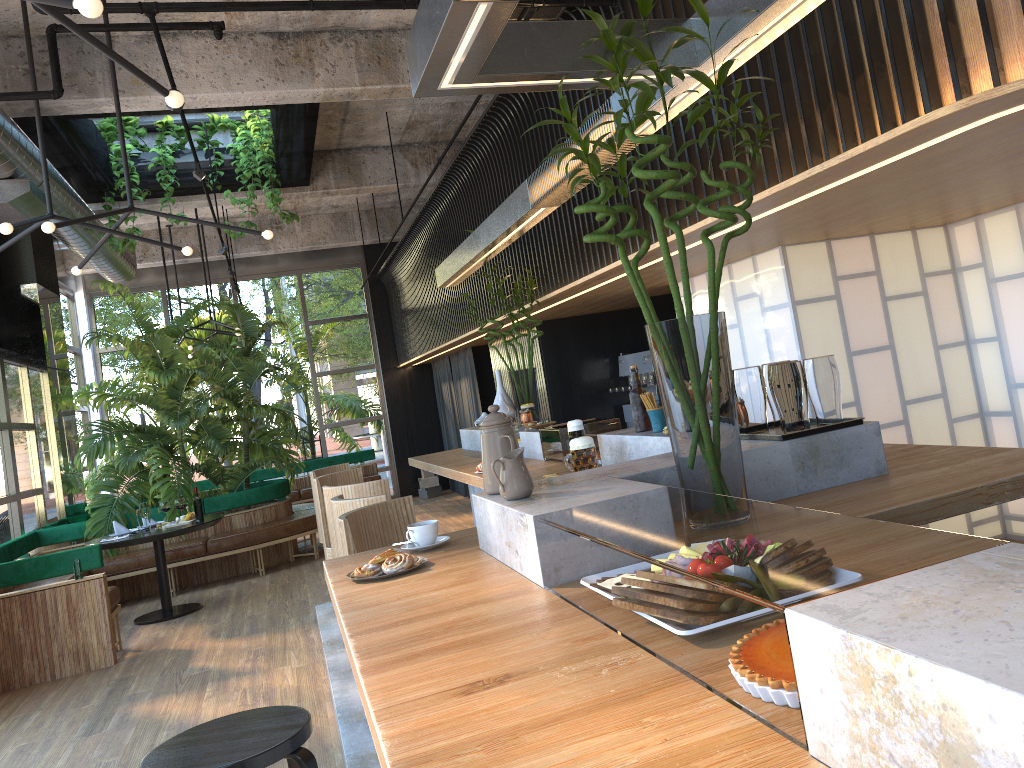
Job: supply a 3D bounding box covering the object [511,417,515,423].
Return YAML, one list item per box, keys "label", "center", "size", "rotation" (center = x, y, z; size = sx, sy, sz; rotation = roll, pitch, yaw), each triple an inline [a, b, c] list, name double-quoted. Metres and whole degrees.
- label: "object"
  center: [-0.074, 0.258, 5.982]
  size: [0.194, 0.073, 0.225]
  rotation: [-10, 0, 3]

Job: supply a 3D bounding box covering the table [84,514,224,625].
- label: "table"
  center: [-3.042, 1.633, 7.723]
  size: [1.041, 0.752, 1.157]
  rotation: [-11, -2, 42]

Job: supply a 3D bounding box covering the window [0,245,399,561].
- label: "window"
  center: [-1.852, -1.482, 4.006]
  size: [4.278, 6.509, 19.669]
  rotation: [-9, -1, -15]

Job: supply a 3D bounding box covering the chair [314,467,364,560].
- label: "chair"
  center: [-0.845, 1.003, 5.370]
  size: [0.576, 0.971, 0.517]
  rotation: [-7, -4, -42]

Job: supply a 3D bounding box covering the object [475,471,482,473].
- label: "object"
  center: [-0.112, 0.452, 4.663]
  size: [0.169, 0.005, 0.165]
  rotation: [-10, 0, -5]

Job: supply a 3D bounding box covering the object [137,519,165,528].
- label: "object"
  center: [-3.283, 1.227, 8.060]
  size: [0.244, 0.139, 0.221]
  rotation: [-9, -1, -33]

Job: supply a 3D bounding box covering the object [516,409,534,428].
- label: "object"
  center: [0.072, 0.217, 5.658]
  size: [0.086, 0.107, 0.160]
  rotation: [-11, -2, 30]

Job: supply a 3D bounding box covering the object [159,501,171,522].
- label: "object"
  center: [-3.132, 1.165, 8.035]
  size: [0.107, 0.201, 0.097]
  rotation: [-8, -3, -28]

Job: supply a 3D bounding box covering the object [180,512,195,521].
- label: "object"
  center: [-2.867, 1.170, 7.840]
  size: [0.160, 0.064, 0.100]
  rotation: [-10, -1, 43]

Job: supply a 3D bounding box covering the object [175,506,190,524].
- label: "object"
  center: [-2.876, 1.142, 7.748]
  size: [0.146, 0.124, 0.095]
  rotation: [-8, -2, -36]

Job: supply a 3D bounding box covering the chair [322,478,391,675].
- label: "chair"
  center: [-0.645, 0.969, 4.674]
  size: [0.543, 0.971, 0.551]
  rotation: [-10, -3, 6]

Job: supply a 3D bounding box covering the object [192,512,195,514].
- label: "object"
  center: [-2.885, 1.189, 8.037]
  size: [0.060, 0.072, 0.202]
  rotation: [-8, -1, -25]

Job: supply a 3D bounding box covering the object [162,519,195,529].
- label: "object"
  center: [-2.907, 1.219, 7.826]
  size: [0.243, 0.019, 0.347]
  rotation: [-10, 0, -6]

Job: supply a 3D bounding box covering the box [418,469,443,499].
- label: "box"
  center: [-1.254, 1.485, 13.415]
  size: [0.346, 0.443, 0.267]
  rotation: [-8, -3, -28]

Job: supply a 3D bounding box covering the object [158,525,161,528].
- label: "object"
  center: [-3.101, 1.252, 7.806]
  size: [0.034, 0.019, 0.037]
  rotation: [-9, -1, -4]

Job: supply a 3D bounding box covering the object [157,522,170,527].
- label: "object"
  center: [-3.090, 1.245, 7.905]
  size: [0.100, 0.028, 0.126]
  rotation: [-10, 0, -2]

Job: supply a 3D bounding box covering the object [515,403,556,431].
- label: "object"
  center: [0.098, 0.198, 5.408]
  size: [0.215, 0.135, 0.784]
  rotation: [-9, 0, -8]

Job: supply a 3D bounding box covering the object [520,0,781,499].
- label: "object"
  center: [0.398, -0.417, 2.252]
  size: [0.690, 1.553, 0.569]
  rotation: [-9, -3, -12]

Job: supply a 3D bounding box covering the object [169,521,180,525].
- label: "object"
  center: [-2.963, 1.212, 7.804]
  size: [0.104, 0.013, 0.215]
  rotation: [-10, 0, -11]

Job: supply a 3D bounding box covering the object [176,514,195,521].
- label: "object"
  center: [-2.917, 1.192, 7.925]
  size: [0.196, 0.038, 0.062]
  rotation: [-10, -1, 15]

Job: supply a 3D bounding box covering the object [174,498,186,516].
- label: "object"
  center: [-2.997, 1.142, 8.040]
  size: [0.107, 0.201, 0.097]
  rotation: [-8, -3, -28]

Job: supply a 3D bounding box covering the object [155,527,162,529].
- label: "object"
  center: [-3.072, 1.250, 7.711]
  size: [0.064, 0.013, 0.143]
  rotation: [-9, 0, -21]

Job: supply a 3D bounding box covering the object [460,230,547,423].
- label: "object"
  center: [0.002, -0.350, 6.308]
  size: [0.651, 1.553, 0.603]
  rotation: [-10, -3, 21]

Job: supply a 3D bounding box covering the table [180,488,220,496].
- label: "table"
  center: [-4.011, 1.796, 11.416]
  size: [1.157, 0.752, 1.041]
  rotation: [-9, -1, -37]

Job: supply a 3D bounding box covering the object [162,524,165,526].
- label: "object"
  center: [-3.048, 1.237, 7.761]
  size: [0.033, 0.031, 0.039]
  rotation: [-10, -1, 8]

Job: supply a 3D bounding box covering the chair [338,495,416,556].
- label: "chair"
  center: [-0.271, 0.906, 3.185]
  size: [0.523, 0.971, 0.571]
  rotation: [-11, -3, 30]

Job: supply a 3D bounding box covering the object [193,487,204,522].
- label: "object"
  center: [-2.747, 1.051, 7.759]
  size: [0.069, 0.300, 0.068]
  rotation: [-9, -3, -1]

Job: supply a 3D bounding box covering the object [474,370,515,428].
- label: "object"
  center: [-0.095, 0.099, 6.241]
  size: [0.305, 0.398, 0.330]
  rotation: [-11, -3, 32]

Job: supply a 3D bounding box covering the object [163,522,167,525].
- label: "object"
  center: [-3.070, 1.240, 7.847]
  size: [0.034, 0.032, 0.036]
  rotation: [-9, -2, -19]

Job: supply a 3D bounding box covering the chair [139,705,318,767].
- label: "chair"
  center: [-0.681, 1.261, 2.278]
  size: [0.534, 0.698, 0.494]
  rotation: [-8, -3, -21]

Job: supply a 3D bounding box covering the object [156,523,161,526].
- label: "object"
  center: [-3.147, 1.257, 7.912]
  size: [0.024, 0.025, 0.046]
  rotation: [-9, -1, 3]

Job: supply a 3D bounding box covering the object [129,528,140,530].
- label: "object"
  center: [-3.421, 1.306, 7.927]
  size: [0.243, 0.019, 0.165]
  rotation: [-10, 0, 32]

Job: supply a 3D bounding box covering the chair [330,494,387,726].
- label: "chair"
  center: [-0.448, 0.936, 3.910]
  size: [0.521, 0.971, 0.572]
  rotation: [-11, -3, 33]

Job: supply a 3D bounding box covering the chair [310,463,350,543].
- label: "chair"
  center: [-1.043, 1.036, 6.128]
  size: [0.556, 0.971, 0.537]
  rotation: [-9, -3, -7]
